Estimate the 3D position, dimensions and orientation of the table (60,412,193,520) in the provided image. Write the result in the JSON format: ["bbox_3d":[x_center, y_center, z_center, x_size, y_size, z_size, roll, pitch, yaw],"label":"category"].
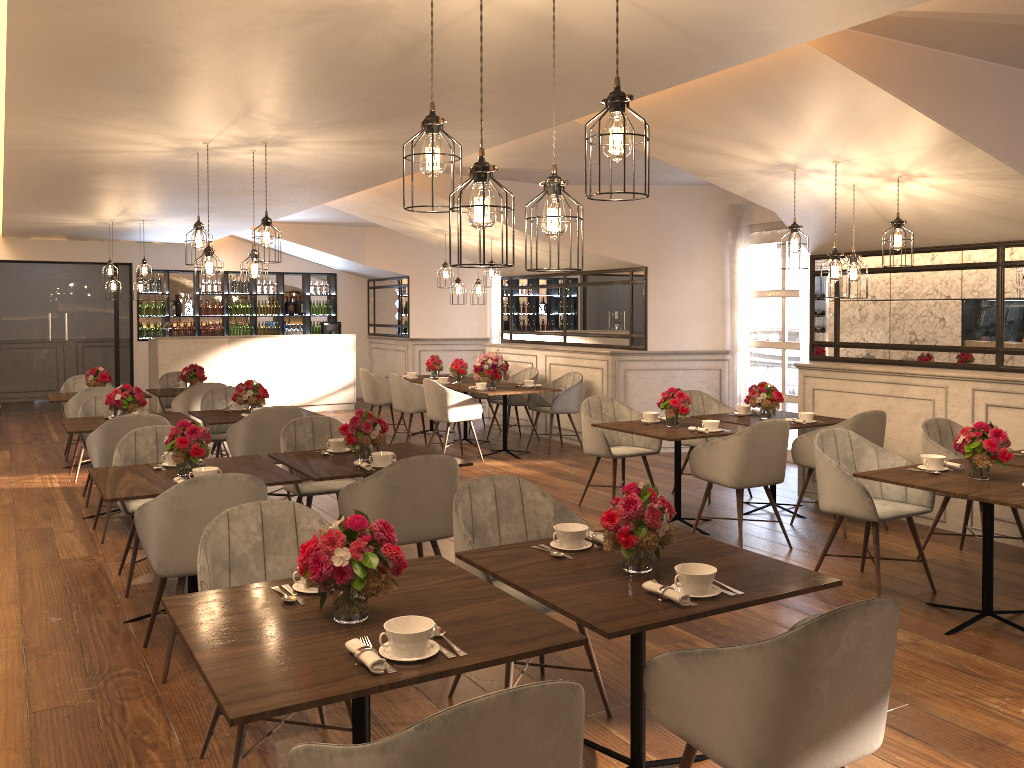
[{"bbox_3d":[-2.946,0.643,6.816,0.897,0.720,0.898,-2,4,-30],"label":"table"}]

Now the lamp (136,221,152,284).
[{"bbox_3d":[-4.434,-2.241,10.651,0.175,2.068,0.175,-1,2,-29],"label":"lamp"}]

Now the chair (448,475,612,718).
[{"bbox_3d":[0.046,0.836,3.481,0.565,0.871,0.527,-2,3,-30],"label":"chair"}]

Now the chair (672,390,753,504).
[{"bbox_3d":[1.660,0.505,7.445,0.565,0.871,0.527,-2,3,-30],"label":"chair"}]

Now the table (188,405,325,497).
[{"bbox_3d":[-2.116,0.602,7.296,0.897,0.720,0.898,-2,4,-30],"label":"table"}]

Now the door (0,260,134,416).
[{"bbox_3d":[-6.999,-0.718,13.662,2.107,2.331,0.274,-2,2,-30],"label":"door"}]

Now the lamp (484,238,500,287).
[{"bbox_3d":[-0.232,-2.132,10.029,0.175,2.068,0.175,-1,2,-29],"label":"lamp"}]

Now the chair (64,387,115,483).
[{"bbox_3d":[-3.904,0.443,8.364,0.565,0.871,0.527,-2,3,-30],"label":"chair"}]

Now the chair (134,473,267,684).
[{"bbox_3d":[-1.373,0.797,3.988,0.565,0.871,0.527,-2,3,-30],"label":"chair"}]

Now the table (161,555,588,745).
[{"bbox_3d":[-0.415,0.998,2.440,0.897,0.720,0.898,-2,4,-30],"label":"table"}]

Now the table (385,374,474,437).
[{"bbox_3d":[-1.016,0.278,11.201,0.897,0.720,0.898,-2,4,-30],"label":"table"}]

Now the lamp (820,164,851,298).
[{"bbox_3d":[2.014,-1.570,5.501,0.175,2.068,0.175,-1,2,-29],"label":"lamp"}]

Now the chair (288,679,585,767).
[{"bbox_3d":[-0.133,0.971,1.843,0.565,0.871,0.527,-2,3,-30],"label":"chair"}]

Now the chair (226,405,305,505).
[{"bbox_3d":[-1.833,0.575,6.699,0.565,0.871,0.527,-2,3,-30],"label":"chair"}]

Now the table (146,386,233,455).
[{"bbox_3d":[-3.356,0.428,9.441,0.897,0.720,0.898,-2,4,-30],"label":"table"}]

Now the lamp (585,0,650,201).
[{"bbox_3d":[0.295,-1.560,2.475,0.175,2.068,0.175,-1,2,-29],"label":"lamp"}]

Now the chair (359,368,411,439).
[{"bbox_3d":[-1.578,0.234,10.830,0.526,0.871,0.566,-1,3,-30],"label":"chair"}]

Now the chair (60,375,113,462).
[{"bbox_3d":[-4.556,0.349,9.521,0.565,0.871,0.527,-2,3,-30],"label":"chair"}]

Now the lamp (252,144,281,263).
[{"bbox_3d":[-1.604,-1.826,5.758,0.175,2.068,0.175,-1,2,-29],"label":"lamp"}]

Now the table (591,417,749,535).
[{"bbox_3d":[1.199,0.668,6.405,0.897,0.720,0.898,-2,4,-30],"label":"table"}]

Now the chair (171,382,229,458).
[{"bbox_3d":[-3.074,0.401,8.844,0.565,0.871,0.527,-2,3,-30],"label":"chair"}]

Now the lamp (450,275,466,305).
[{"bbox_3d":[-0.615,-1.938,10.046,0.175,2.068,0.175,-1,2,-29],"label":"lamp"}]

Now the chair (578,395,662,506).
[{"bbox_3d":[0.830,0.547,6.965,0.565,0.871,0.527,-2,3,-30],"label":"chair"}]

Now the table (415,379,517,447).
[{"bbox_3d":[-0.546,0.344,10.388,0.897,0.720,0.898,-2,4,-30],"label":"table"}]

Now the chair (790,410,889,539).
[{"bbox_3d":[2.352,0.597,6.311,0.565,0.871,0.527,-2,3,-30],"label":"chair"}]

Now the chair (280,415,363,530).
[{"bbox_3d":[-1.194,0.662,5.625,0.565,0.871,0.527,-2,3,-30],"label":"chair"}]

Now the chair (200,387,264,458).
[{"bbox_3d":[-2.485,0.481,7.856,0.565,0.871,0.527,-2,3,-30],"label":"chair"}]

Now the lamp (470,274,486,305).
[{"bbox_3d":[-0.396,-1.961,10.318,0.175,2.068,0.175,-1,2,-29],"label":"lamp"}]

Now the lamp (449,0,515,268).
[{"bbox_3d":[-0.087,-1.367,2.492,0.175,2.068,0.175,-1,2,-29],"label":"lamp"}]

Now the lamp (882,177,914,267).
[{"bbox_3d":[2.397,-1.763,5.484,0.175,2.068,0.175,-1,2,-29],"label":"lamp"}]

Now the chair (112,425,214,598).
[{"bbox_3d":[-2.025,0.703,5.145,0.565,0.871,0.527,-2,3,-30],"label":"chair"}]

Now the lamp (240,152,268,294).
[{"bbox_3d":[-1.768,-1.656,6.047,0.175,2.068,0.175,-1,2,-29],"label":"lamp"}]

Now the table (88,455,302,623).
[{"bbox_3d":[-1.656,0.824,4.585,0.897,0.720,0.898,-2,4,-30],"label":"table"}]

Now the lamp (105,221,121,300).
[{"bbox_3d":[-4.817,-2.048,10.668,0.175,2.068,0.175,-1,2,-29],"label":"lamp"}]

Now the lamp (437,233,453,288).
[{"bbox_3d":[-0.780,-2.155,10.326,0.175,2.068,0.175,-1,2,-29],"label":"lamp"}]

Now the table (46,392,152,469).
[{"bbox_3d":[-4.186,0.470,8.961,0.897,0.720,0.898,-2,4,-30],"label":"table"}]

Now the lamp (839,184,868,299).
[{"bbox_3d":[2.233,-1.593,5.773,0.175,2.068,0.175,-1,2,-29],"label":"lamp"}]

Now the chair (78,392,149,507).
[{"bbox_3d":[-3.316,0.523,7.376,0.565,0.871,0.527,-2,3,-30],"label":"chair"}]

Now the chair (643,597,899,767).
[{"bbox_3d":[0.698,0.929,2.323,0.565,0.871,0.527,-2,3,-30],"label":"chair"}]

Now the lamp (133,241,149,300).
[{"bbox_3d":[-4.598,-2.071,10.940,0.175,2.068,0.175,-1,2,-29],"label":"lamp"}]

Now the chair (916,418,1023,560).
[{"bbox_3d":[2.824,0.668,5.434,0.565,0.871,0.527,-2,3,-30],"label":"chair"}]

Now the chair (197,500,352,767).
[{"bbox_3d":[-0.785,0.877,3.001,0.565,0.871,0.527,-2,3,-30],"label":"chair"}]

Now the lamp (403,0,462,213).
[{"bbox_3d":[-0.252,-1.583,2.772,0.175,2.068,0.175,-1,2,-29],"label":"lamp"}]

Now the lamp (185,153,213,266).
[{"bbox_3d":[-2.151,-1.849,6.054,0.175,2.068,0.175,-1,2,-29],"label":"lamp"}]

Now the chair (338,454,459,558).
[{"bbox_3d":[-0.543,0.756,4.468,0.565,0.871,0.527,-2,3,-30],"label":"chair"}]

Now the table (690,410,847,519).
[{"bbox_3d":[2.030,0.626,6.885,0.897,0.720,0.898,-2,4,-30],"label":"table"}]

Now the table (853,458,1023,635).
[{"bbox_3d":[2.363,0.831,4.394,0.897,0.720,0.898,-2,4,-30],"label":"table"}]

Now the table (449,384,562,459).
[{"bbox_3d":[-0.076,0.409,9.575,0.897,0.720,0.898,-2,4,-30],"label":"table"}]

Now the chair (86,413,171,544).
[{"bbox_3d":[-2.664,0.616,6.219,0.565,0.871,0.527,-2,3,-30],"label":"chair"}]

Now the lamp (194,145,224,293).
[{"bbox_3d":[-1.986,-1.633,5.775,0.175,2.068,0.175,-1,2,-29],"label":"lamp"}]

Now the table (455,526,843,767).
[{"bbox_3d":[0.415,0.957,2.921,0.897,0.720,0.898,-2,4,-30],"label":"table"}]

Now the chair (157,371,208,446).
[{"bbox_3d":[-3.725,0.307,10.001,0.565,0.871,0.527,-2,3,-30],"label":"chair"}]

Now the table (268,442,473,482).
[{"bbox_3d":[-0.825,0.783,5.065,0.897,0.720,0.898,-2,4,-30],"label":"table"}]

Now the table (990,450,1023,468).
[{"bbox_3d":[3.193,0.789,4.874,0.897,0.720,0.898,-2,4,-30],"label":"table"}]

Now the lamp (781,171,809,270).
[{"bbox_3d":[1.850,-1.786,5.780,0.175,2.068,0.175,-1,2,-29],"label":"lamp"}]

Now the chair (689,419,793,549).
[{"bbox_3d":[1.522,0.638,5.831,0.565,0.871,0.527,-2,3,-30],"label":"chair"}]

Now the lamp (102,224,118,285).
[{"bbox_3d":[-4.982,-2.264,10.948,0.175,2.068,0.175,-1,2,-29],"label":"lamp"}]

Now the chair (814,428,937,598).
[{"bbox_3d":[1.993,0.710,4.954,0.565,0.871,0.527,-2,3,-30],"label":"chair"}]

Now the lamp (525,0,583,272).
[{"bbox_3d":[0.131,-1.390,2.764,0.175,2.068,0.175,-1,2,-29],"label":"lamp"}]
